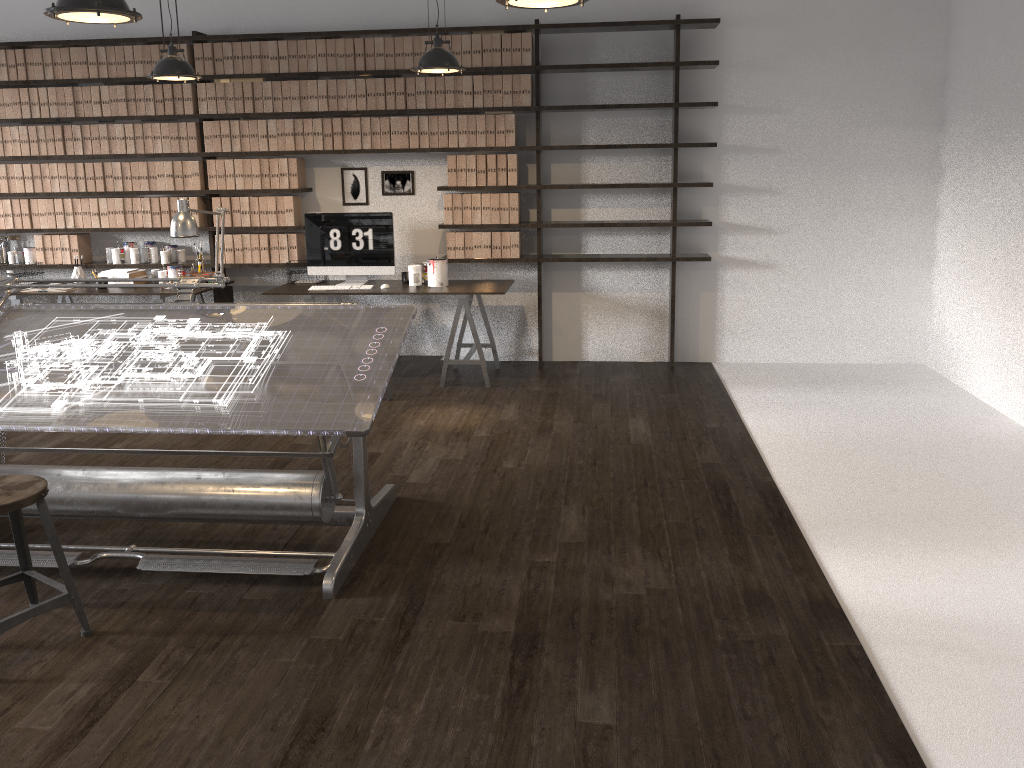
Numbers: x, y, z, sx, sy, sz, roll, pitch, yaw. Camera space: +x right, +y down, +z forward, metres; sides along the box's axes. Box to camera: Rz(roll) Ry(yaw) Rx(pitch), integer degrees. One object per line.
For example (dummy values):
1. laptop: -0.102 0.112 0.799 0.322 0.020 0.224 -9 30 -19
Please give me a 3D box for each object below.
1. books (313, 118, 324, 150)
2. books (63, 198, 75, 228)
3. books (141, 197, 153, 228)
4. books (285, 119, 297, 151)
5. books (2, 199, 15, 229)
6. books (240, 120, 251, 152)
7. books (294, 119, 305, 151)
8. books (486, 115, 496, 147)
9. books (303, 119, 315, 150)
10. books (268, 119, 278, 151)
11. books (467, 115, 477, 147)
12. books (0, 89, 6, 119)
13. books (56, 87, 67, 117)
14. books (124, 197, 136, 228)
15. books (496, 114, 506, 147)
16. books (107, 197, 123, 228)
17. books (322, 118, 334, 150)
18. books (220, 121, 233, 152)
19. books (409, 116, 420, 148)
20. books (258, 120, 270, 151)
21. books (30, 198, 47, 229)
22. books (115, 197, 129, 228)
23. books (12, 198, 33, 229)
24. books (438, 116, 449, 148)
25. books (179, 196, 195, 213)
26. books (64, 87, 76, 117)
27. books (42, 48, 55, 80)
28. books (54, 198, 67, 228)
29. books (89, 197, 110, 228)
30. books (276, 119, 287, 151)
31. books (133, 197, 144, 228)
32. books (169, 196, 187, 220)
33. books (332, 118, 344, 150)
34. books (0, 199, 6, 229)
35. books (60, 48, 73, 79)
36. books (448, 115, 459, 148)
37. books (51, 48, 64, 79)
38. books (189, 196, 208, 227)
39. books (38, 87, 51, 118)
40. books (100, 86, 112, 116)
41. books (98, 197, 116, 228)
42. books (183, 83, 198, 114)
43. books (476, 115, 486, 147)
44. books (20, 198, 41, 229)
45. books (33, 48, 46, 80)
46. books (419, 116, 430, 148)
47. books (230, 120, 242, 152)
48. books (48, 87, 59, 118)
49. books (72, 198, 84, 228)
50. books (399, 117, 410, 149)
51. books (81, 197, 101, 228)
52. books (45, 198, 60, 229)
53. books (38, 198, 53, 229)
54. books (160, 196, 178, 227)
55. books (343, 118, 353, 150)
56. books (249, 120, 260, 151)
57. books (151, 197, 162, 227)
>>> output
1. books: -1.397 -1.829 6.502 0.067 0.223 0.176 0 12 6
2. books: -3.358 -1.316 6.815 0.067 0.223 0.176 0 12 6
3. books: -2.741 -1.310 6.749 0.067 0.223 0.176 0 12 6
4. books: -1.606 -1.831 6.522 0.067 0.223 0.176 0 12 6
5. books: -3.850 -1.320 6.865 0.067 0.223 0.176 0 12 6
6. books: -1.945 -1.835 6.564 0.067 0.223 0.176 0 12 6
7. books: -1.538 -1.832 6.521 0.067 0.223 0.176 0 12 6
8. books: -0.144 -1.819 6.375 0.067 0.223 0.176 0 12 6
9. books: -1.467 -1.831 6.513 0.067 0.223 0.176 0 12 6
10. books: -1.734 -1.832 6.538 0.067 0.223 0.176 0 12 6
11. books: -0.277 -1.820 6.388 0.067 0.223 0.176 0 12 6
12. books: -3.815 -2.113 6.707 0.067 0.223 0.176 0 12 6
13. books: -3.334 -2.108 6.655 0.067 0.223 0.176 0 12 6
14. books: -2.881 -1.312 6.768 0.067 0.223 0.176 0 12 6
15. books: -0.073 -1.819 6.367 0.067 0.223 0.176 0 12 6
16. books: -3.015 -1.313 6.780 0.067 0.223 0.176 0 12 6
17. books: -1.326 -1.830 6.499 0.067 0.223 0.176 0 12 6
18. books: -2.087 -1.835 6.572 0.067 0.223 0.176 0 12 6
19. books: -0.693 -1.823 6.426 0.067 0.223 0.176 0 12 6
20. books: -1.806 -1.833 6.544 0.067 0.223 0.176 0 12 6
21. books: -3.630 -1.319 6.846 0.067 0.223 0.176 0 12 6
22. books: -2.949 -1.311 6.769 0.067 0.223 0.176 0 12 6
23. books: -3.779 -1.320 6.862 0.067 0.223 0.176 0 12 6
24. books: -0.482 -1.822 6.409 0.067 0.223 0.176 0 12 6
25. books: -2.447 -1.307 6.717 0.067 0.223 0.176 0 12 6
26. books: -3.269 -2.106 6.643 0.067 0.223 0.176 0 12 6
27. books: -3.409 -2.377 6.607 0.067 0.223 0.176 0 12 6
28. books: -3.431 -1.316 6.819 0.067 0.223 0.176 0 12 6
29. books: -3.150 -1.313 6.791 0.067 0.223 0.176 0 12 6
30. books: -1.672 -1.832 6.533 0.067 0.223 0.176 0 12 6
31. books: -2.811 -1.312 6.760 0.067 0.223 0.176 0 12 6
32. books: -2.521 -1.309 6.730 0.067 0.223 0.176 0 12 6
33. books: -1.252 -1.828 6.486 0.067 0.223 0.176 0 12 6
34. books: -3.920 -1.321 6.876 0.067 0.223 0.176 0 12 6
35. books: -3.270 -2.377 6.595 0.067 0.223 0.176 0 12 6
36. books: -0.412 -1.821 6.398 0.067 0.223 0.176 0 12 6
37. books: -3.339 -2.378 6.604 0.067 0.223 0.176 0 12 6
38. books: -2.369 -1.307 6.711 0.067 0.223 0.176 0 12 6
39. books: -3.469 -2.108 6.666 0.067 0.223 0.176 0 12 6
40. books: -2.987 -2.104 6.617 0.067 0.223 0.176 0 12 6
41. books: -3.078 -1.313 6.785 0.067 0.223 0.176 0 12 6
42. books: -2.356 -2.099 6.552 0.067 0.223 0.176 0 12 6
43. books: -0.212 -1.818 6.376 0.067 0.223 0.176 0 12 6
44. books: -3.704 -1.318 6.849 0.067 0.223 0.176 0 12 6
45. books: -3.482 -2.377 6.611 0.067 0.223 0.176 0 12 6
46. books: -0.621 -1.823 6.422 0.067 0.223 0.176 0 12 6
47. books: -2.015 -1.835 6.568 0.067 0.223 0.176 0 12 6
48. books: -3.397 -2.108 6.660 0.067 0.223 0.176 0 12 6
49. books: -3.289 -1.316 6.811 0.067 0.223 0.176 0 12 6
50. books: -0.765 -1.823 6.434 0.067 0.223 0.176 0 12 6
51. books: -3.220 -1.315 6.802 0.067 0.223 0.176 0 12 6
52. books: -3.503 -1.316 6.826 0.067 0.223 0.176 0 12 6
53. books: -3.565 -1.318 6.837 0.067 0.223 0.176 0 12 6
54. books: -2.596 -1.309 6.733 0.067 0.223 0.176 0 12 6
55. books: -1.178 -1.828 6.483 0.067 0.223 0.176 0 12 6
56. books: -1.876 -1.834 6.555 0.067 0.223 0.176 0 12 6
57. books: -2.670 -1.311 6.746 0.067 0.223 0.176 0 12 6
